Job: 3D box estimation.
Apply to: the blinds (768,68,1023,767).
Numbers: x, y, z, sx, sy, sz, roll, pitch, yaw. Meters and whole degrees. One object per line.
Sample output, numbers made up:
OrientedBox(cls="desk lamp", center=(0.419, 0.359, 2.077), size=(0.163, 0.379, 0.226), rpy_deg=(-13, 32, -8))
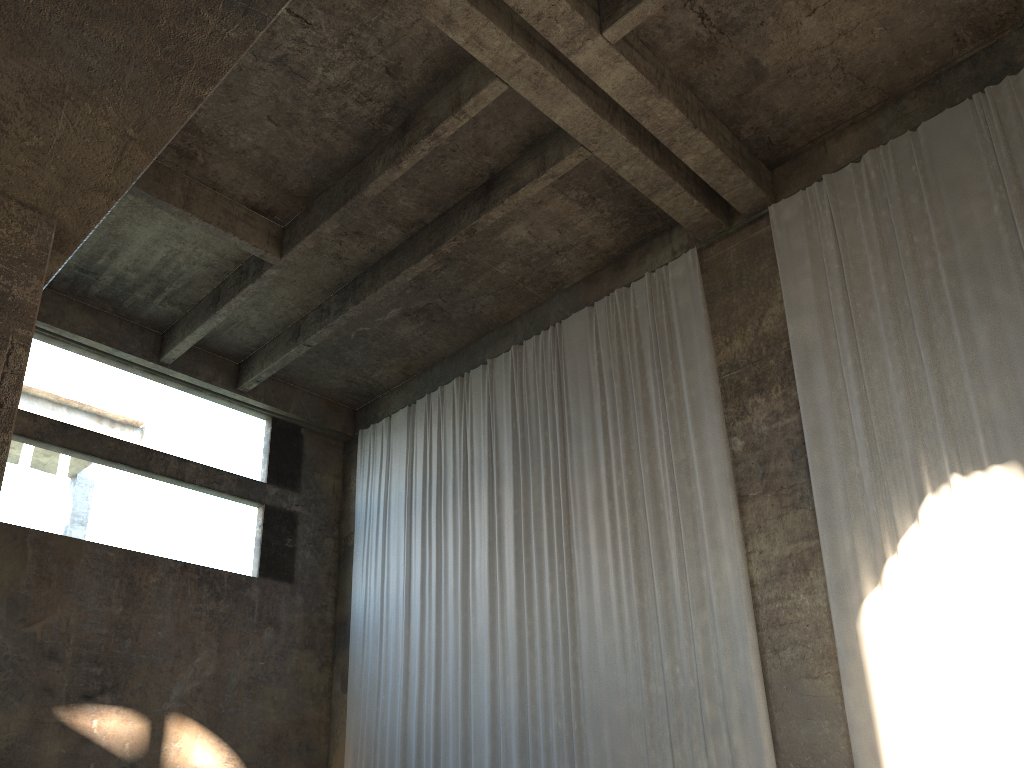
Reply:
OrientedBox(cls="blinds", center=(6.116, 0.114, 7.263), size=(0.281, 8.221, 8.040), rpy_deg=(19, -32, -40))

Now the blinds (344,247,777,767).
OrientedBox(cls="blinds", center=(-0.081, 3.278, 12.834), size=(8.026, 8.221, 0.281), rpy_deg=(-24, -32, 39))
